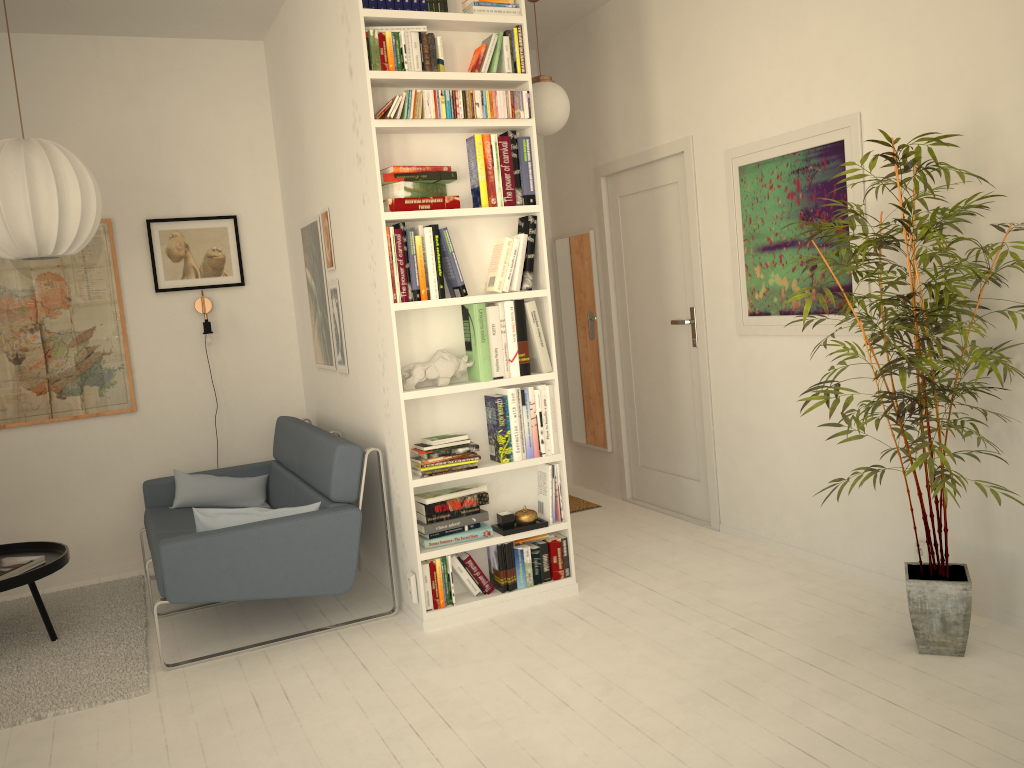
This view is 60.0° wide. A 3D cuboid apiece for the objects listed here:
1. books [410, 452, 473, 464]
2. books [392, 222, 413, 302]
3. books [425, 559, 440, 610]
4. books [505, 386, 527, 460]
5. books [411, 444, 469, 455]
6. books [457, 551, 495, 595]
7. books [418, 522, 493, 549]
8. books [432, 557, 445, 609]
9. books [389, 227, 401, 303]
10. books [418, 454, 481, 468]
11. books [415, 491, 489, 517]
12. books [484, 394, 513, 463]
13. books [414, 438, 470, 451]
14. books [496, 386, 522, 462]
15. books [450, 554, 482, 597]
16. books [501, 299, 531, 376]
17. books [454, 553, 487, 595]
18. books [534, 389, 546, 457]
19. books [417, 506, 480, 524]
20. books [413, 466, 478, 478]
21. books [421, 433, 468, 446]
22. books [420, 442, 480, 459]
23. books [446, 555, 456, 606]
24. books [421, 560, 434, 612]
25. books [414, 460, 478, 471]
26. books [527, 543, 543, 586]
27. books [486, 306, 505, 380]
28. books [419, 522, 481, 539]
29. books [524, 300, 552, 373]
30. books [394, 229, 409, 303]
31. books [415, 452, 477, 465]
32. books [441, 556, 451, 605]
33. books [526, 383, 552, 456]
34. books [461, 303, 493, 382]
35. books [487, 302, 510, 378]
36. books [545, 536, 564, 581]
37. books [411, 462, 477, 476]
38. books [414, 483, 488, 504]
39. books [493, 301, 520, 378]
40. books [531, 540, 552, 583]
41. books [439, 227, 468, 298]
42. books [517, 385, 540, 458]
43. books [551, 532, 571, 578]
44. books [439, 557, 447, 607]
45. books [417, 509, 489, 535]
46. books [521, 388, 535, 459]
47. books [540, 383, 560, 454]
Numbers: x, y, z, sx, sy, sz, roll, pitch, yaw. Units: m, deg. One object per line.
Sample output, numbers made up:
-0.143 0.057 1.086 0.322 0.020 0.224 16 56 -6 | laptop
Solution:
-0.296 0.301 3.708 0.238 0.012 0.120 -9 7 -29 | books
-0.456 -0.490 3.618 0.021 0.317 0.179 -8 6 -24 | books
-0.355 0.823 3.725 0.026 0.206 0.187 -8 6 -24 | books
-0.008 0.163 3.878 0.027 0.310 0.229 -8 6 -24 | books
-0.310 0.264 3.715 0.221 0.010 0.169 -8 6 -21 | books
-0.166 0.804 3.809 0.131 0.188 0.136 -8 6 -24 | books
-0.253 0.638 3.783 0.297 0.038 0.204 -7 6 -19 | books
-0.332 0.817 3.731 0.020 0.210 0.185 -8 6 -24 | books
-0.504 -0.476 3.605 0.015 0.300 0.207 -8 6 -24 | books
-0.277 0.315 3.759 0.255 0.014 0.197 -7 6 -15 | books
-0.264 0.495 3.755 0.285 0.047 0.185 -8 6 -24 | books
-0.073 0.188 3.834 0.057 0.283 0.200 -8 6 -24 | books
-0.303 0.248 3.728 0.212 0.017 0.165 -8 7 -27 | books
-0.036 0.167 3.862 0.037 0.311 0.241 -8 6 -24 | books
-0.223 0.805 3.783 0.135 0.200 0.134 -8 6 -24 | books
0.001 -0.201 3.847 0.056 0.327 0.202 -8 6 -24 | books
-0.192 0.805 3.790 0.118 0.192 0.118 -8 6 -24 | books
0.079 0.164 3.893 0.022 0.291 0.208 -8 6 -24 | books
-0.276 0.541 3.750 0.247 0.039 0.143 -8 7 -27 | books
-0.288 0.356 3.721 0.247 0.009 0.170 -8 6 -21 | books
-0.286 0.230 3.712 0.166 0.019 0.127 -9 7 -31 | books
-0.273 0.276 3.741 0.235 0.025 0.163 -7 6 -18 | books
-0.288 0.808 3.750 0.010 0.215 0.193 -8 6 -24 | books
-0.386 0.831 3.716 0.039 0.199 0.185 -8 6 -24 | books
-0.287 0.331 3.726 0.248 0.009 0.171 -8 6 -21 | books
0.063 0.782 3.926 0.048 0.163 0.209 -8 6 -24 | books
-0.111 -0.174 3.797 0.065 0.311 0.200 -8 6 -24 | books
-0.278 0.607 3.770 0.241 0.024 0.168 -9 7 -29 | books
0.069 -0.206 3.886 0.099 0.315 0.229 -8 6 -24 | books
-0.478 -0.474 3.609 0.032 0.291 0.203 -8 6 -24 | books
-0.288 0.307 3.732 0.250 0.008 0.135 -8 7 -28 | books
-0.309 0.809 3.757 0.021 0.215 0.174 -8 6 -24 | books
0.111 0.153 3.895 0.037 0.307 0.161 -8 6 -24 | books
-0.165 -0.177 3.768 0.056 0.328 0.229 -8 6 -24 | books
-0.079 -0.189 3.831 0.023 0.321 0.235 -8 6 -24 | books
0.157 0.762 3.962 0.056 0.180 0.202 -8 6 -24 | books
-0.293 0.345 3.715 0.247 0.014 0.173 -8 6 -25 | books
-0.270 0.458 3.767 0.297 0.024 0.162 -9 7 -33 | books
-0.045 -0.193 3.832 0.037 0.324 0.240 -8 6 -24 | books
0.101 0.772 3.959 0.050 0.170 0.221 -8 6 -24 | books
-0.275 -0.501 3.699 0.093 0.288 0.200 -8 6 -24 | books
0.052 0.159 3.895 0.025 0.305 0.213 -8 6 -24 | books
0.190 0.757 3.997 0.032 0.176 0.230 -8 6 -24 | books
-0.323 0.816 3.750 0.012 0.206 0.193 -8 6 -24 | books
-0.268 0.575 3.756 0.297 0.039 0.165 -9 7 -29 | books
0.038 0.169 3.854 0.035 0.304 0.150 -8 6 -24 | books
0.131 0.148 3.938 0.039 0.302 0.229 -8 6 -24 | books
